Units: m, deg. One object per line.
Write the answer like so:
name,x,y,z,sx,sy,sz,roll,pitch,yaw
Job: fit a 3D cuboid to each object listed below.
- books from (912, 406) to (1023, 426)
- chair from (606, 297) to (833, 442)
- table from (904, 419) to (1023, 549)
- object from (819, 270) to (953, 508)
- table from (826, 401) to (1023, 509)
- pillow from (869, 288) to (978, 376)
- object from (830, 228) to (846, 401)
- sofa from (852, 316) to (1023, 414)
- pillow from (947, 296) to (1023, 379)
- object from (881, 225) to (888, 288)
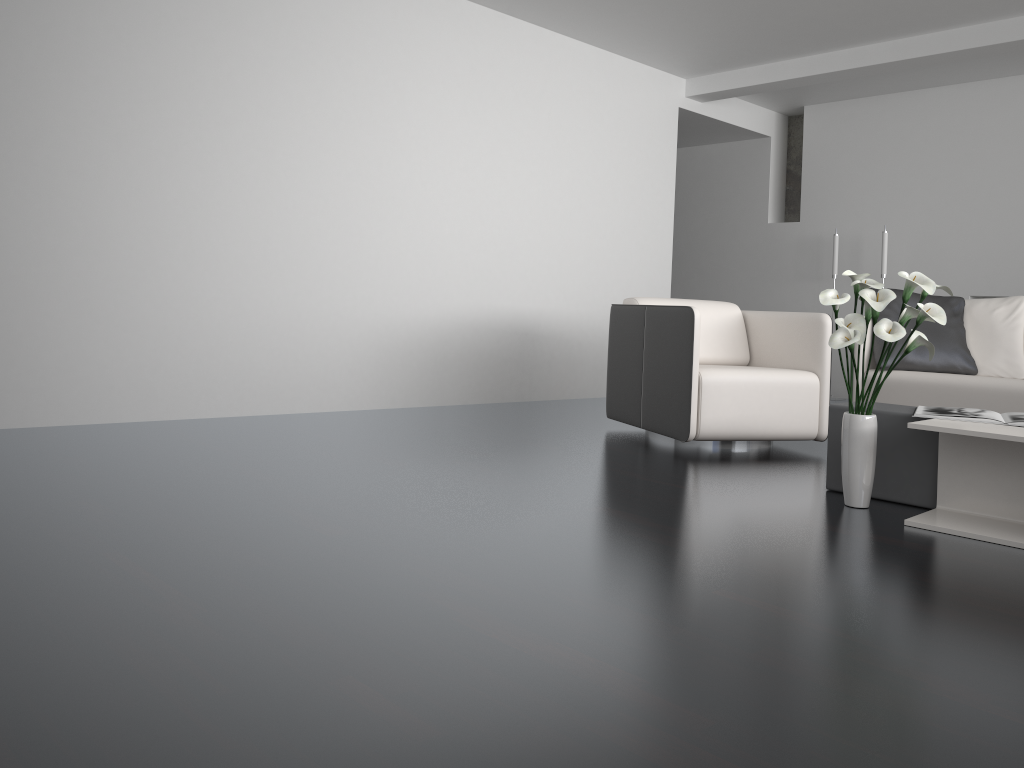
books,1.655,0.113,2.966,0.550,0.017,0.358,5,5,26
chair,1.007,-0.100,4.474,0.766,0.662,0.922,2,3,-19
table,1.669,0.320,2.493,0.972,0.314,0.298,7,4,44
object,1.213,0.022,2.882,0.378,0.799,0.445,2,0,29
table,1.710,0.287,2.898,1.263,0.314,0.298,7,4,44
pillow,2.209,-0.288,4.750,0.565,0.450,0.277,3,0,1
object,2.623,-0.576,7.187,0.179,1.399,0.180,5,-3,-43
sofa,2.935,0.012,4.257,2.248,0.661,0.917,7,5,44
pillow,2.506,-0.248,4.829,0.586,0.500,0.322,4,1,36
object,2.856,-0.531,6.791,0.179,1.399,0.180,5,-3,-43
